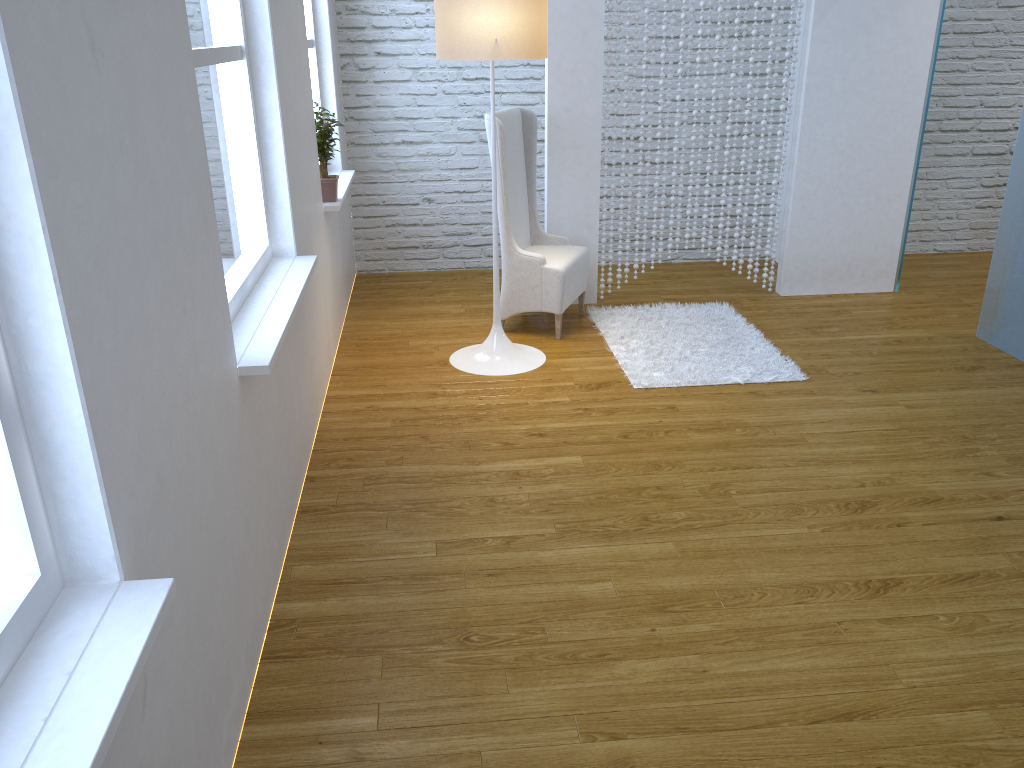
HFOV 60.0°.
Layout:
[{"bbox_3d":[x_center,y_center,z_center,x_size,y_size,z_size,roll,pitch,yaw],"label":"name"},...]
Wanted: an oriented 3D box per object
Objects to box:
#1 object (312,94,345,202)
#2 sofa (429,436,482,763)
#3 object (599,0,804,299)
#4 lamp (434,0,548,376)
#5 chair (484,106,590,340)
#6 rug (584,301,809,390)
[{"bbox_3d":[-0.793,-0.985,3.686,0.175,0.441,0.234,7,24,18],"label":"object"},{"bbox_3d":[4.194,-0.200,2.969,9.721,0.687,5.277,-3,22,-5],"label":"sofa"},{"bbox_3d":[0.891,-1.396,4.183,0.923,2.039,0.050,-3,23,-5],"label":"object"},{"bbox_3d":[-0.069,-0.783,3.484,0.412,1.467,0.408,5,24,12],"label":"lamp"},{"bbox_3d":[0.126,-0.735,4.022,0.378,0.972,0.467,7,24,18],"label":"chair"},{"bbox_3d":[0.769,-0.208,3.926,0.756,0.048,1.083,-3,22,-5],"label":"rug"}]
